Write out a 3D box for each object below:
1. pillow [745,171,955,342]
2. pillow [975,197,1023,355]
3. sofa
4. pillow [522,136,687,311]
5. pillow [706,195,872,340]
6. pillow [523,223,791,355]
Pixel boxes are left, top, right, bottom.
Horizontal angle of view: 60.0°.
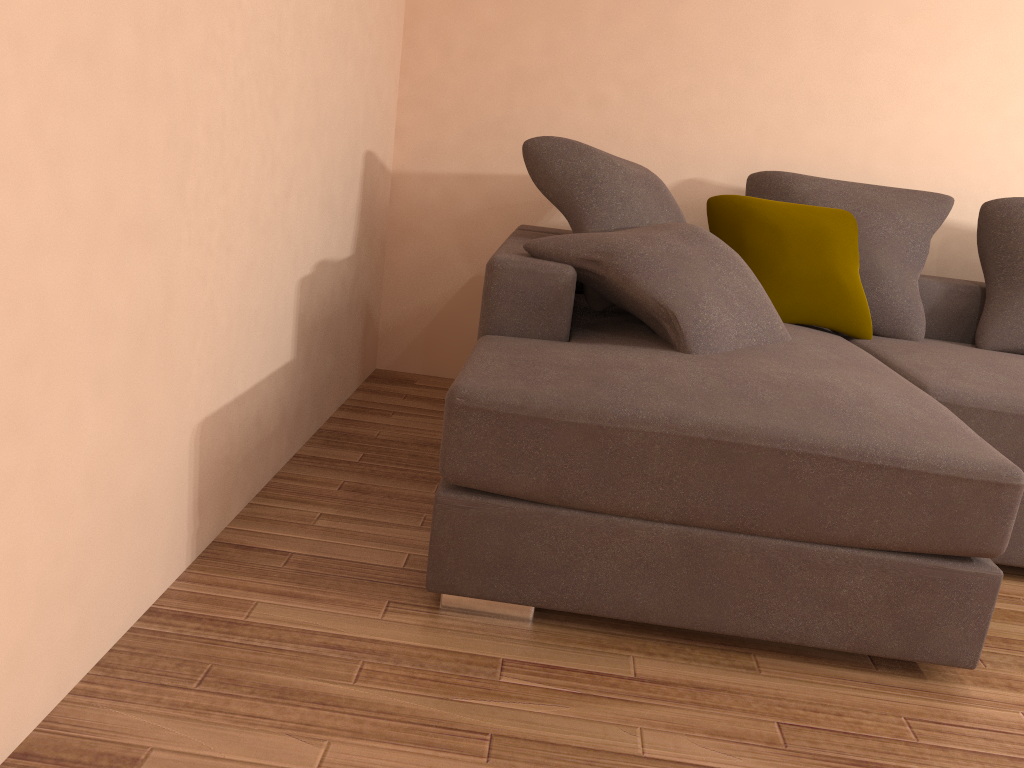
[{"bbox_3d":[1.257,-0.504,3.453,0.787,0.576,0.431,12,16,17],"label":"pillow"},{"bbox_3d":[2.120,-0.363,3.277,0.783,0.590,0.459,9,15,7],"label":"pillow"},{"bbox_3d":[1.665,0.171,2.806,3.565,0.776,1.906,8,15,2],"label":"sofa"},{"bbox_3d":[0.420,-0.570,3.244,0.483,0.578,0.806,20,20,41],"label":"pillow"},{"bbox_3d":[1.018,-0.418,3.258,0.631,0.486,0.335,6,15,-5],"label":"pillow"},{"bbox_3d":[0.514,-0.268,2.711,0.645,0.415,0.792,20,20,40],"label":"pillow"}]
